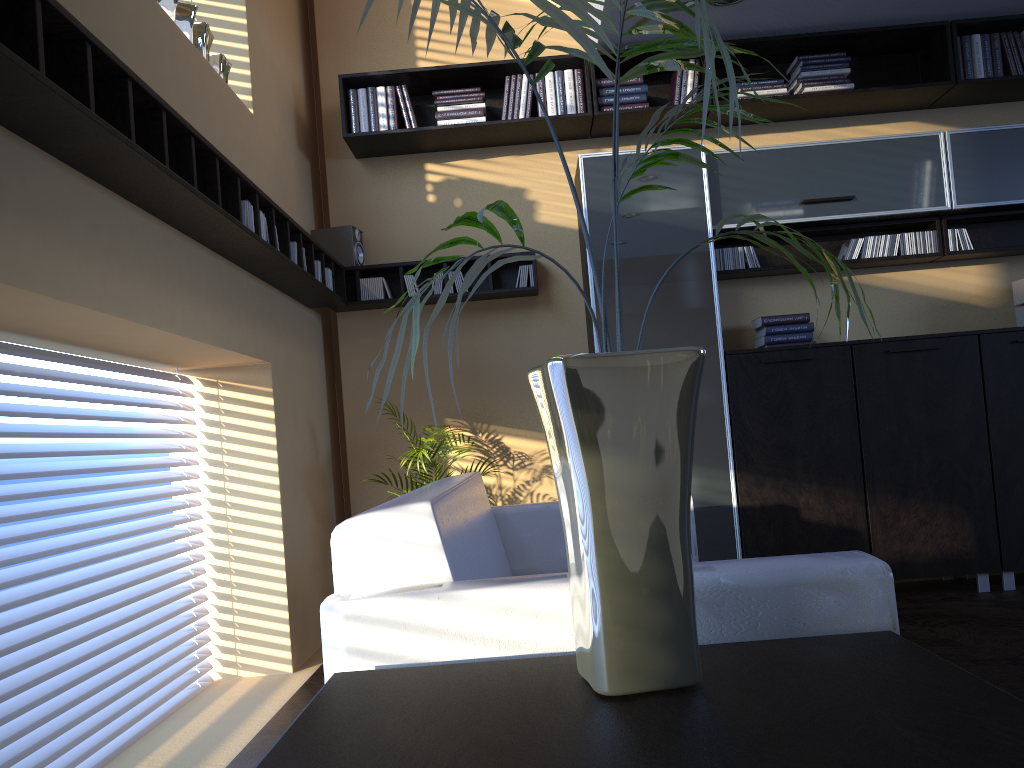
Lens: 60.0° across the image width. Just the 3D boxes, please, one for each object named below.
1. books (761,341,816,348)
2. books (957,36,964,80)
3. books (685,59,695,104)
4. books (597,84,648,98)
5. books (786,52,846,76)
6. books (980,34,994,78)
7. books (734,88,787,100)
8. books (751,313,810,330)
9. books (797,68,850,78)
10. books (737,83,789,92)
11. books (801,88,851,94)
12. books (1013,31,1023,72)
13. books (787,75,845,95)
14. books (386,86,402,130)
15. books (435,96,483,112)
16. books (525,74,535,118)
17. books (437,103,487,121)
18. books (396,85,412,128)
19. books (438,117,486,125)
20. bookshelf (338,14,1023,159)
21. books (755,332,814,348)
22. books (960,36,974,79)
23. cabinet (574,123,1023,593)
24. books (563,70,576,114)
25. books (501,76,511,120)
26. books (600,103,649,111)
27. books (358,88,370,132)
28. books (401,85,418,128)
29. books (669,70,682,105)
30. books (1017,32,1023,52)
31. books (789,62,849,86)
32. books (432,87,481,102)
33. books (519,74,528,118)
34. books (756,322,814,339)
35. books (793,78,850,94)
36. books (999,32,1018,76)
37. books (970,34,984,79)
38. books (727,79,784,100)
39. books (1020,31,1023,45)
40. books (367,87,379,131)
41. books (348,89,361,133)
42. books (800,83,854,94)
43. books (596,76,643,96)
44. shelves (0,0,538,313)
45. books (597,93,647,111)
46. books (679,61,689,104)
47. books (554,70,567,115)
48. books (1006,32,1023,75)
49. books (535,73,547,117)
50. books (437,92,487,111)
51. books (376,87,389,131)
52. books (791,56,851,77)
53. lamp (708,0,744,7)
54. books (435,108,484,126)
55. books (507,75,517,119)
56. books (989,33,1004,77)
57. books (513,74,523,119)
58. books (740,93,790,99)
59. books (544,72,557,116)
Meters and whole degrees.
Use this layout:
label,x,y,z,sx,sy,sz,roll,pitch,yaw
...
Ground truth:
label,x,y,z,sx,sy,sz,roll,pitch,yaw
books,1.481,-0.187,4.782,0.258,0.050,0.208,-5,-4,2
books,2.382,-1.718,4.825,0.050,0.258,0.208,-5,-3,1
books,0.957,-1.602,4.839,0.075,0.259,0.208,-5,-3,0
books,0.600,-1.570,4.855,0.258,0.050,0.208,-5,-4,1
books,1.655,-1.746,4.834,0.258,0.028,0.208,-5,-4,1
books,2.537,-1.731,4.823,0.050,0.258,0.208,-5,-3,1
books,1.338,-1.548,4.826,0.258,0.028,0.208,-5,-4,2
books,1.449,-0.337,4.792,0.258,0.050,0.208,-5,-4,0
books,1.681,-1.662,4.841,0.258,0.028,0.208,-5,-4,1
books,1.348,-1.577,4.834,0.258,0.028,0.208,-5,-4,1
books,1.680,-1.548,4.824,0.258,0.028,0.208,-5,-4,1
books,2.717,-1.744,4.811,0.072,0.257,0.208,-5,-3,1
books,1.654,-1.630,4.849,0.258,0.028,0.208,-5,-4,0
books,-0.645,-1.471,4.874,0.050,0.258,0.208,-5,-3,1
books,-0.284,-1.517,4.861,0.258,0.028,0.208,-5,-4,1
books,0.096,-1.531,4.870,0.075,0.259,0.208,-5,-3,0
books,-0.271,-1.488,4.879,0.258,0.028,0.208,-5,-4,1
books,-0.582,-1.476,4.876,0.075,0.259,0.208,-5,-3,0
books,-0.267,-1.397,4.860,0.258,0.050,0.208,-5,-4,2
bookshelf,1.644,-1.676,4.849,5.124,0.340,0.362,-5,-3,1
books,1.467,-0.237,4.789,0.258,0.050,0.208,-5,-4,1
books,2.434,-1.722,4.824,0.050,0.258,0.208,-5,-3,1
cabinet,2.376,-0.136,4.713,3.876,2.397,0.491,-5,-2,1
books,0.315,-1.550,4.849,0.050,0.258,0.208,-5,-3,1
books,-0.031,-1.521,4.864,0.075,0.259,0.208,-5,-3,1
books,0.607,-1.468,4.847,0.258,0.050,0.208,-5,-4,1
books,-0.800,-1.458,4.879,0.050,0.258,0.208,-5,-3,0
books,-0.550,-1.479,4.870,0.075,0.259,0.208,-5,-3,0
books,0.894,-1.597,4.849,0.075,0.259,0.208,-5,-3,1
books,2.739,-1.747,4.827,0.072,0.257,0.208,-5,-3,1
books,1.668,-1.690,4.832,0.258,0.028,0.208,-5,-4,0
books,-0.298,-1.571,4.877,0.258,0.028,0.208,-5,-4,1
books,0.064,-1.529,4.856,0.075,0.259,0.208,-5,-3,1
books,1.475,-0.288,4.800,0.258,0.050,0.208,-5,-4,1
books,1.677,-1.604,4.834,0.258,0.028,0.208,-5,-4,1
books,2.653,-1.741,4.817,0.075,0.259,0.208,-5,-3,2
books,2.485,-1.727,4.818,0.050,0.258,0.208,-5,-3,1
books,1.325,-1.603,4.841,0.258,0.028,0.208,-5,-4,0
books,2.762,-1.750,4.801,0.072,0.257,0.208,-5,-3,0
books,-0.748,-1.463,4.868,0.050,0.258,0.208,-5,-3,0
books,-0.852,-1.454,4.877,0.050,0.258,0.208,-5,-3,1
books,1.699,-1.577,4.834,0.258,0.028,0.208,-5,-4,2
books,0.575,-1.619,4.854,0.258,0.050,0.208,-5,-4,1
shelves,-0.555,-0.762,1.728,1.249,0.213,6.630,-5,-4,1
books,0.592,-1.519,4.844,0.258,0.050,0.208,-5,-4,1
books,0.925,-1.599,4.853,0.075,0.259,0.208,-5,-3,0
books,0.263,-1.546,4.850,0.050,0.258,0.208,-5,-3,2
books,2.685,-1.743,4.816,0.075,0.259,0.208,-5,-3,1
books,0.160,-1.537,4.860,0.050,0.258,0.208,-5,-3,2
books,-0.274,-1.545,4.877,0.258,0.028,0.208,-5,-4,0
books,-0.696,-1.467,4.874,0.050,0.258,0.208,-5,-3,1
books,1.678,-1.719,4.829,0.258,0.028,0.208,-5,-4,0
lamp,1.048,-1.927,4.295,0.209,0.096,0.208,-6,-4,19
books,-0.282,-1.447,4.867,0.258,0.050,0.208,-5,-4,0
books,0.001,-1.524,4.857,0.075,0.259,0.208,-5,-3,1
books,2.589,-1.735,4.820,0.050,0.258,0.208,-5,-3,1
books,0.032,-1.527,4.855,0.075,0.259,0.208,-5,-3,1
books,1.351,-1.521,4.822,0.258,0.028,0.208,-5,-4,2
books,0.212,-1.541,4.859,0.050,0.258,0.208,-5,-3,1
